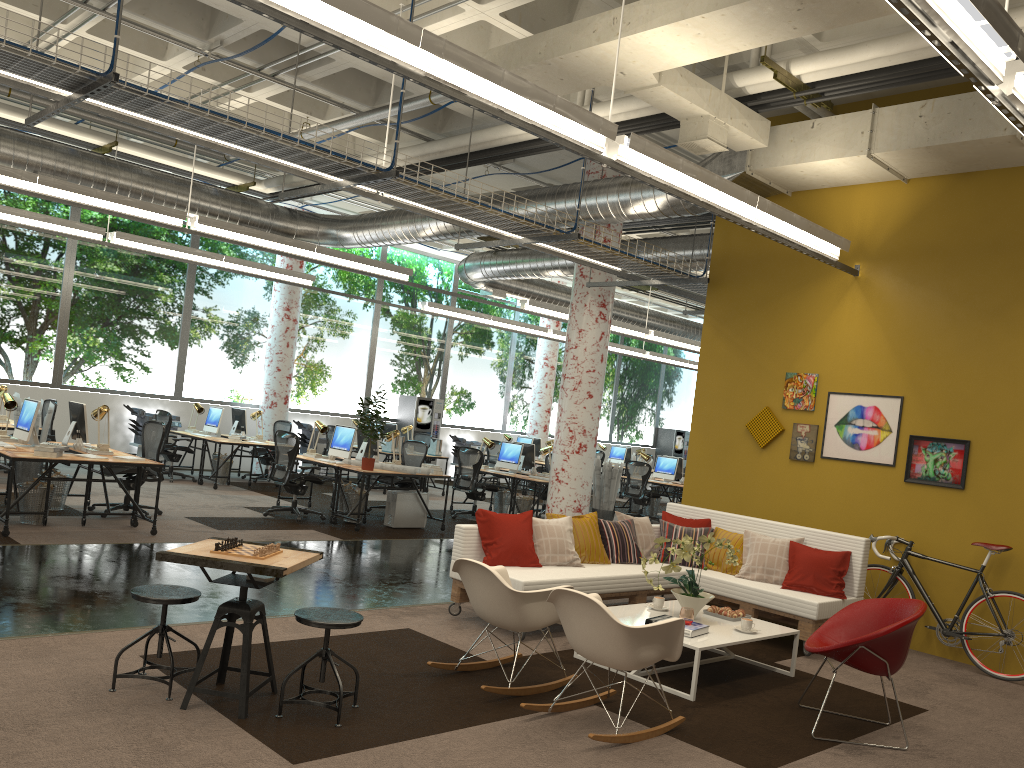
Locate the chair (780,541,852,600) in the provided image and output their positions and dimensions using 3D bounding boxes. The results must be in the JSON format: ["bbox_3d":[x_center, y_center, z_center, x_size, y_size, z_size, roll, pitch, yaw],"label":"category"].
[{"bbox_3d":[2.524,1.546,7.331,0.518,0.395,0.335,6,-1,24],"label":"chair"}]

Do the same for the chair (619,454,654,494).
[{"bbox_3d":[3.215,2.300,22.549,0.768,1.086,0.794,7,0,30],"label":"chair"}]

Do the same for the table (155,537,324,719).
[{"bbox_3d":[-1.396,1.228,4.489,0.625,0.760,0.616,7,0,6],"label":"table"}]

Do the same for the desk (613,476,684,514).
[{"bbox_3d":[3.105,2.240,16.676,1.405,0.724,1.935,8,-2,-44],"label":"desk"}]

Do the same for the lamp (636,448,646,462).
[{"bbox_3d":[3.224,1.882,21.737,0.219,0.611,0.526,6,0,-24],"label":"lamp"}]

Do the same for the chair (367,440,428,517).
[{"bbox_3d":[-1.576,1.334,12.629,0.768,1.086,0.794,7,0,30],"label":"chair"}]

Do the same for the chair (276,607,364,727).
[{"bbox_3d":[-0.951,1.411,4.474,0.346,0.497,0.338,7,0,6],"label":"chair"}]

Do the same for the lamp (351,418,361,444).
[{"bbox_3d":[-3.034,0.961,16.918,0.209,0.611,0.526,6,0,-24],"label":"lamp"}]

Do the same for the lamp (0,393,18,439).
[{"bbox_3d":[-5.354,0.399,9.373,0.219,0.611,0.526,6,0,-24],"label":"lamp"}]

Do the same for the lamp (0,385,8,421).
[{"bbox_3d":[-6.880,0.316,11.888,0.209,0.611,0.526,6,0,-24],"label":"lamp"}]

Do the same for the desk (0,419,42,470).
[{"bbox_3d":[-7.301,0.830,11.819,1.405,0.724,1.935,8,-2,-44],"label":"desk"}]

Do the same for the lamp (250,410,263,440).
[{"bbox_3d":[-4.177,0.735,14.523,0.209,0.611,0.526,6,0,-24],"label":"lamp"}]

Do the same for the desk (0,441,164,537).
[{"bbox_3d":[-4.683,1.033,9.086,1.405,0.724,1.935,8,-2,-44],"label":"desk"}]

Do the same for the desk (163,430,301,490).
[{"bbox_3d":[-4.599,1.249,14.454,1.405,0.724,1.935,8,-2,-44],"label":"desk"}]

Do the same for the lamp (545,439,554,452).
[{"bbox_3d":[0.904,1.522,19.475,0.219,0.611,0.526,6,0,-24],"label":"lamp"}]

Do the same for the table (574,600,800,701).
[{"bbox_3d":[1.234,1.818,6.196,1.266,0.330,0.981,9,-3,-44],"label":"table"}]

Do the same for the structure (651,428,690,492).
[{"bbox_3d":[4.614,2.220,25.680,0.752,1.811,0.636,6,1,-44],"label":"structure"}]

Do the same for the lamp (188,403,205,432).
[{"bbox_3d":[-5.270,0.615,14.741,0.219,0.611,0.526,6,0,-24],"label":"lamp"}]

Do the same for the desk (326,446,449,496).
[{"bbox_3d":[-2.368,1.595,16.629,1.405,0.724,1.935,8,-2,-44],"label":"desk"}]

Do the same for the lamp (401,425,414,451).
[{"bbox_3d":[-1.942,1.081,16.700,0.219,0.611,0.526,6,0,-24],"label":"lamp"}]

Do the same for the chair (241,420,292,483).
[{"bbox_3d":[-4.182,1.154,15.337,0.768,1.086,0.794,7,0,30],"label":"chair"}]

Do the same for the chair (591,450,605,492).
[{"bbox_3d":[2.046,2.109,21.152,0.768,1.086,0.794,7,0,30],"label":"chair"}]

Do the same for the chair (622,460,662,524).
[{"bbox_3d":[2.354,1.953,16.162,0.768,1.086,0.794,7,0,30],"label":"chair"}]

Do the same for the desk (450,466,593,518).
[{"bbox_3d":[0.195,1.794,13.976,1.405,0.724,1.935,8,-2,-44],"label":"desk"}]

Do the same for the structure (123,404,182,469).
[{"bbox_3d":[-6.152,0.932,15.230,1.061,1.058,0.501,7,0,-44],"label":"structure"}]

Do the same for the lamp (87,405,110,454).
[{"bbox_3d":[-4.257,0.519,9.157,0.219,0.611,0.526,6,0,-24],"label":"lamp"}]

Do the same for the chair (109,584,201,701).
[{"bbox_3d":[-1.809,1.314,4.563,0.346,0.497,0.338,7,0,6],"label":"chair"}]

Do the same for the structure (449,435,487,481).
[{"bbox_3d":[-0.995,1.731,20.262,1.061,1.058,0.501,7,0,-44],"label":"structure"}]

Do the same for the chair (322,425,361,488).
[{"bbox_3d":[-3.119,1.309,16.115,0.768,1.086,0.794,7,0,30],"label":"chair"}]

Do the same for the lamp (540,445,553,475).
[{"bbox_3d":[0.617,1.280,14.044,0.209,0.611,0.526,6,0,-24],"label":"lamp"}]

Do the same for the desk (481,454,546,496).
[{"bbox_3d":[0.478,2.036,19.405,1.405,0.724,1.935,8,-2,-44],"label":"desk"}]

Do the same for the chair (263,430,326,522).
[{"bbox_3d":[-2.744,1.143,11.232,0.768,1.086,0.794,7,0,30],"label":"chair"}]

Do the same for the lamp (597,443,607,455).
[{"bbox_3d":[2.127,1.761,21.953,0.219,0.611,0.526,6,0,-24],"label":"lamp"}]

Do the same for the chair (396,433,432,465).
[{"bbox_3d":[-1.951,1.500,17.512,0.768,1.086,0.794,7,0,30],"label":"chair"}]

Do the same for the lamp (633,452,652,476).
[{"bbox_3d":[2.434,1.605,16.962,0.219,0.611,0.526,6,0,-24],"label":"lamp"}]

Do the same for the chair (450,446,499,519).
[{"bbox_3d":[-0.556,1.507,13.462,0.768,1.086,0.794,7,0,30],"label":"chair"}]

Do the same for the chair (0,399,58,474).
[{"bbox_3d":[-6.884,0.735,12.702,0.768,1.086,0.794,7,0,30],"label":"chair"}]

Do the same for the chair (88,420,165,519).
[{"bbox_3d":[-4.266,0.937,9.969,0.768,1.086,0.794,7,0,30],"label":"chair"}]

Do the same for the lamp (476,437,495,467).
[{"bbox_3d":[-0.471,1.160,14.264,0.209,0.611,0.526,6,0,-24],"label":"lamp"}]

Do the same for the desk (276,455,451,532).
[{"bbox_3d":[-1.993,1.429,11.746,1.405,0.725,1.935,8,-2,-44],"label":"desk"}]

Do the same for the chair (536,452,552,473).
[{"bbox_3d":[0.895,1.941,20.288,0.768,1.086,0.794,7,0,30],"label":"chair"}]

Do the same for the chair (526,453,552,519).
[{"bbox_3d":[0.612,1.698,14.859,0.768,1.086,0.794,7,0,30],"label":"chair"}]

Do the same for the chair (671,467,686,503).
[{"bbox_3d":[3.522,2.144,17.559,0.768,1.086,0.794,7,0,30],"label":"chair"}]

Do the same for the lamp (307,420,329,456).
[{"bbox_3d":[-2.664,0.795,12.032,0.219,0.611,0.526,6,0,-24],"label":"lamp"}]

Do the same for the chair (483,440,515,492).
[{"bbox_3d":[-0.273,1.750,18.891,0.768,1.086,0.794,7,0,30],"label":"chair"}]

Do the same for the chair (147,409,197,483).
[{"bbox_3d":[-5.350,0.963,13.940,0.768,1.086,0.794,7,0,30],"label":"chair"}]

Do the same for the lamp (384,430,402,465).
[{"bbox_3d":[-1.572,0.915,11.814,0.209,0.611,0.526,6,0,-24],"label":"lamp"}]

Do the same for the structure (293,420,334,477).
[{"bbox_3d":[-3.841,1.290,17.487,1.061,1.058,0.501,7,0,-44],"label":"structure"}]

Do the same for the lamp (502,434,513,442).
[{"bbox_3d":[-0.192,1.402,19.691,0.219,0.611,0.526,6,0,-24],"label":"lamp"}]

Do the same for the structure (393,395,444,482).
[{"bbox_3d":[-2.052,1.187,19.181,0.752,1.811,0.636,6,1,-44],"label":"structure"}]

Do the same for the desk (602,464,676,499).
[{"bbox_3d":[2.798,2.395,21.666,1.405,0.724,1.935,8,-2,-44],"label":"desk"}]
